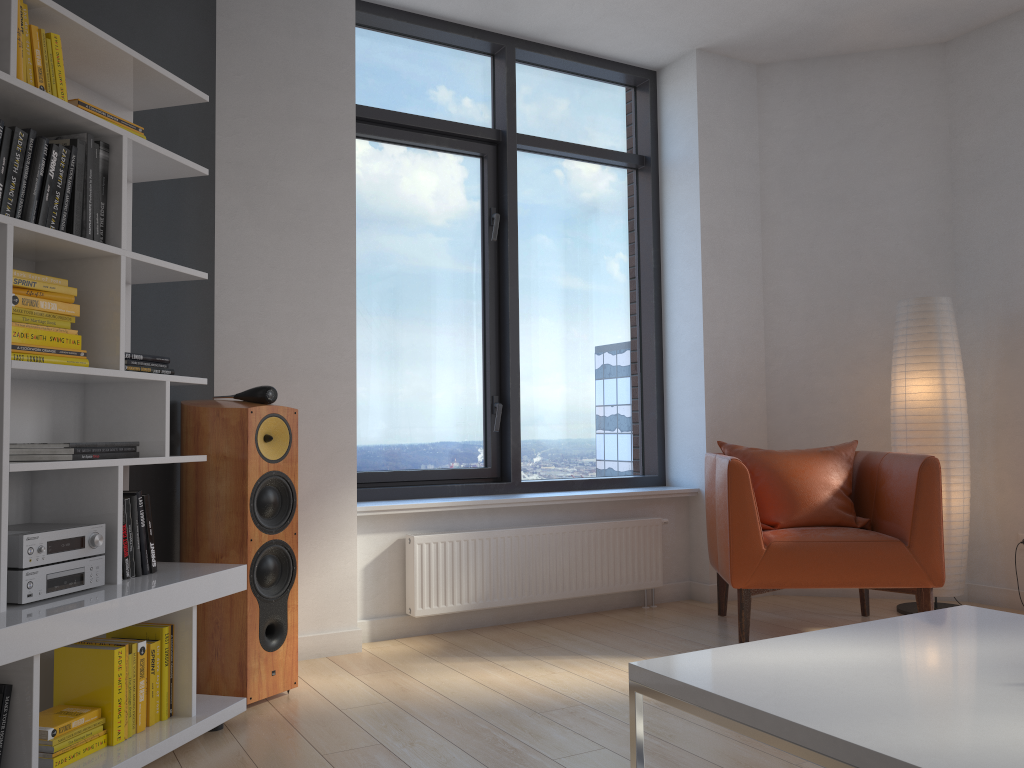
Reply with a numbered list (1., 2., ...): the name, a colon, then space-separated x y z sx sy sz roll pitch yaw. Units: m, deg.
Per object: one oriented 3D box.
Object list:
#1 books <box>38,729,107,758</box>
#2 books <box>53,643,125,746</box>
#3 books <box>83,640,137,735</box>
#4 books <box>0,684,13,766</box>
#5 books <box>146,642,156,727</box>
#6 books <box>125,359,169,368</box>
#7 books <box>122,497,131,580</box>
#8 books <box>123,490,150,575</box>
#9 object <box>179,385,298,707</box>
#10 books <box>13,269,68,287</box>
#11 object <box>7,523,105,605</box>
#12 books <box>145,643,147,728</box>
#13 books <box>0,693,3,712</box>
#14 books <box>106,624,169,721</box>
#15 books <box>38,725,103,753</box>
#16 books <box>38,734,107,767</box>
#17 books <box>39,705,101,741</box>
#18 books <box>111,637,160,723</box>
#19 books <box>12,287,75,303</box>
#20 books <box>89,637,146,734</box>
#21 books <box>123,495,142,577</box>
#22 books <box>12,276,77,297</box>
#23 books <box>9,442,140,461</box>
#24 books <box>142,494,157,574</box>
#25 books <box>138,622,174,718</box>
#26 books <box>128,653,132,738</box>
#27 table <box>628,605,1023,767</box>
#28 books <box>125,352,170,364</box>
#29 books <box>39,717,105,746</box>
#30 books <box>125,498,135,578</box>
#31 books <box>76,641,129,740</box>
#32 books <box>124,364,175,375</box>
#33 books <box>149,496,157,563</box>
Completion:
1. books: -1.193 0.936 2.325 0.148 0.011 0.196 -2 -3 15
2. books: -1.166 0.853 2.446 0.198 0.255 0.044 -2 -3 15
3. books: -1.147 0.859 2.513 0.180 0.251 0.019 -2 -3 15
4. books: -1.273 0.833 2.069 0.197 0.260 0.066 -2 -3 15
5. books: -1.122 0.871 2.589 0.172 0.234 0.024 -2 -3 15
6. books: -1.175 -0.058 2.719 0.142 0.015 0.198 -2 -3 14
7. books: -1.213 0.453 2.601 0.189 0.240 0.053 -2 -3 16
8. books: -1.190 0.448 2.673 0.193 0.255 0.066 -2 -3 15
9. object: -1.007 0.555 3.166 0.434 1.088 0.290 -3 -4 30
10. books: -1.356 -0.283 2.402 0.163 0.023 0.223 -2 -3 19
11. object: -1.279 0.469 2.344 0.270 0.174 0.285 -2 -3 15
12. books: -1.132 0.868 2.567 0.169 0.239 0.023 -2 -3 15
13. books: -1.281 0.836 2.036 0.191 0.249 0.084 -2 -3 15
14. books: -1.117 0.857 2.646 0.204 0.270 0.029 -2 -3 15
15. books: -1.175 0.921 2.315 0.113 0.018 0.169 -2 -3 17
16. books: -1.189 0.958 2.322 0.147 0.033 0.190 -2 -3 15
17. books: -1.202 0.887 2.327 0.138 0.026 0.186 -2 -3 15
18. books: -1.118 0.873 2.615 0.172 0.234 0.024 -2 -3 15
19. books: -1.336 -0.236 2.396 0.160 0.022 0.227 -3 -4 31
20. books: -1.138 0.860 2.538 0.185 0.250 0.035 -2 -3 15
21. books: -1.187 0.452 2.642 0.169 0.242 0.050 -2 -3 15
22. books: -1.331 -0.259 2.404 0.163 0.023 0.223 -2 -3 19
23. books: -1.264 0.191 2.532 0.250 0.047 0.310 -1 -3 11
24. books: -1.175 0.455 2.700 0.177 0.242 0.066 -2 -3 15
25. books: -1.118 0.858 2.674 0.213 0.270 0.025 -2 -3 15
26. books: -1.135 0.870 2.487 0.156 0.229 0.024 -2 -3 15
27. table: 0.979 0.754 1.559 1.091 0.435 1.091 1 -4 -30
28. books: -1.190 -0.077 2.726 0.161 0.023 0.213 -2 -3 19
29. books: -1.189 0.907 2.326 0.134 0.014 0.187 -2 -3 15
30. books: -1.200 0.455 2.623 0.170 0.236 0.049 -2 -3 16
31. books: -1.160 0.853 2.476 0.199 0.263 0.015 -2 -3 15
32. books: -1.172 -0.039 2.718 0.161 0.023 0.213 -2 -3 19
33. books: -1.196 0.462 2.740 0.179 0.233 0.077 -2 -3 15
